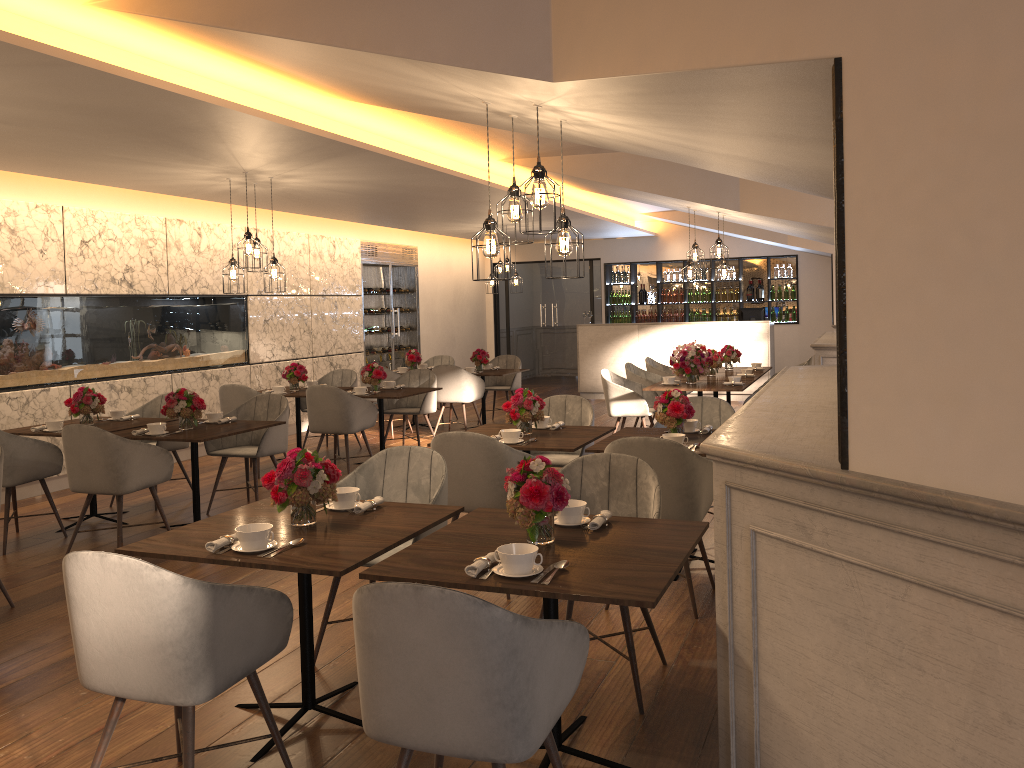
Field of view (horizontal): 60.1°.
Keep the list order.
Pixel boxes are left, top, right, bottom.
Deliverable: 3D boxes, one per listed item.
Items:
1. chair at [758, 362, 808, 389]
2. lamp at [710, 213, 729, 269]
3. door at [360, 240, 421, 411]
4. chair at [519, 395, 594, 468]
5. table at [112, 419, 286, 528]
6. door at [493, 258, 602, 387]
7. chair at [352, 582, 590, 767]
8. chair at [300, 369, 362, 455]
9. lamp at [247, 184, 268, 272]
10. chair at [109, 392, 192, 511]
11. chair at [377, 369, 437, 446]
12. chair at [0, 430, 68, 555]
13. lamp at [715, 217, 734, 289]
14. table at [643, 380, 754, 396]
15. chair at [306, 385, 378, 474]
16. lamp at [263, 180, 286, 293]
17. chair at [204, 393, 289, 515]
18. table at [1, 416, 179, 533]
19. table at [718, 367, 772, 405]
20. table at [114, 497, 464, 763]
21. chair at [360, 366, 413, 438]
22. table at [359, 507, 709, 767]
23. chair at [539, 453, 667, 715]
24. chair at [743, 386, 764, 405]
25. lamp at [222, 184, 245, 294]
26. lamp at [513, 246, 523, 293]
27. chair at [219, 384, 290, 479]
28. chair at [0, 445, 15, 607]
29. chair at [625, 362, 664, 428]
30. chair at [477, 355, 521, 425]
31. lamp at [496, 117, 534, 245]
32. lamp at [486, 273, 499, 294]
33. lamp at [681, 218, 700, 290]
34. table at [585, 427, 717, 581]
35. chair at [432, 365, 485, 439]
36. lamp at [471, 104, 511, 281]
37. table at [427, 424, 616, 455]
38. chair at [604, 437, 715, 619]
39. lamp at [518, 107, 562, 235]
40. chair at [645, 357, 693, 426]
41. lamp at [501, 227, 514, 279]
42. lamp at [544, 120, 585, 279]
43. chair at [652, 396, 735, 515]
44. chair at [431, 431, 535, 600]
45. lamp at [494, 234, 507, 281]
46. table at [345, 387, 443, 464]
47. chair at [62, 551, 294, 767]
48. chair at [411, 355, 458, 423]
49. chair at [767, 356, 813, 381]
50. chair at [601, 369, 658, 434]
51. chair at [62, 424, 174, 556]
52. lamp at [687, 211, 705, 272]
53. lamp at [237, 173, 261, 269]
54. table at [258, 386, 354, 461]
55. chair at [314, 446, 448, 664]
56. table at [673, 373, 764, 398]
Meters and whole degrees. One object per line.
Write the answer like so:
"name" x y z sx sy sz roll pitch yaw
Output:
"chair" 2.736 0.211 9.002 0.526 0.871 0.566 -1 3 22
"lamp" 2.031 -2.178 8.759 0.175 2.067 0.175 -1 2 23
"door" -1.788 -0.878 13.311 0.134 2.464 1.862 -1 3 22
"chair" 0.305 0.534 6.064 0.565 0.871 0.527 -1 3 22
"table" -2.211 0.669 6.186 0.896 0.719 0.899 0 4 22
"door" 0.694 -1.104 16.344 2.105 2.330 0.274 0 2 22
"chair" -0.119 0.873 2.306 0.565 0.871 0.527 -1 3 22
"chair" -1.944 0.291 9.570 0.565 0.871 0.527 -1 3 22
"lamp" -2.276 -2.025 7.798 0.175 2.067 0.175 -1 2 23
"chair" -2.893 0.526 7.175 0.565 0.871 0.527 -1 3 22
"chair" -1.053 0.297 9.217 0.565 0.871 0.527 -1 3 22
"chair" -3.396 0.647 5.946 0.565 0.871 0.527 -1 3 22
"lamp" 2.157 -2.014 9.069 0.175 2.067 0.175 -1 2 23
"table" 1.790 0.366 8.393 0.896 0.719 0.899 0 4 22
"chair" -1.556 0.418 7.988 0.565 0.871 0.527 -1 3 22
"lamp" -2.043 -1.811 7.496 0.175 2.067 0.175 -1 2 23
"chair" -2.002 0.532 6.821 0.565 0.871 0.527 -1 3 22
"table" -3.103 0.662 6.540 0.896 0.719 0.899 0 4 22
"table" 2.481 0.195 10.138 0.896 0.719 0.899 0 4 22
"table" -0.760 0.883 3.269 0.896 0.719 0.899 0 4 22
"chair" -1.535 0.186 10.644 0.565 0.871 0.527 -1 3 22
"table" 0.132 0.889 2.915 0.896 0.719 0.899 0 4 22
"chair" 0.341 0.752 3.551 0.565 0.871 0.527 -1 3 22
"chair" 2.391 0.297 8.130 0.526 0.871 0.566 -1 3 22
"lamp" -2.392 -1.802 7.499 0.175 2.067 0.175 -1 2 23
"lamp" 0.038 -2.345 12.749 0.175 2.067 0.175 -1 2 23
"chair" -2.447 0.412 8.342 0.565 0.871 0.527 -1 3 22
"chair" -2.914 0.758 4.519 0.565 0.871 0.527 -1 3 22
"chair" 1.495 0.204 9.476 0.526 0.871 0.566 -1 3 22
"chair" -0.141 0.071 11.518 0.565 0.871 0.527 -1 3 22
"lamp" -0.009 -1.750 4.492 0.175 2.067 0.175 -1 2 23
"lamp" -0.311 -2.335 12.752 0.175 2.067 0.175 -1 2 23
"lamp" 1.809 -2.005 9.072 0.175 2.067 0.175 -1 2 23
"table" 0.987 0.677 5.074 0.896 0.719 0.899 0 4 22
"chair" -0.644 0.192 10.290 0.565 0.871 0.527 -1 3 22
"lamp" -0.124 -1.526 4.192 0.175 2.067 0.175 -1 2 23
"table" 0.096 0.671 5.429 0.896 0.719 0.899 0 4 22
"chair" 0.737 0.662 4.465 0.565 0.871 0.527 -1 3 22
"lamp" 0.098 -1.699 3.879 0.175 2.067 0.175 -1 2 23
"chair" 1.841 0.118 10.348 0.526 0.871 0.566 -1 3 22
"lamp" -0.089 -2.508 12.438 0.175 2.067 0.175 -1 2 23
"lamp" 0.224 -1.536 4.190 0.175 2.067 0.175 -1 2 23
"chair" 1.196 0.540 5.710 0.565 0.871 0.527 -1 3 22
"chair" -0.155 0.655 4.818 0.565 0.871 0.527 -1 3 22
"lamp" -0.196 -2.558 13.051 0.175 2.067 0.175 -1 2 23
"table" -1.262 0.434 8.581 0.896 0.719 0.899 0 4 22
"chair" -1.010 0.867 2.659 0.565 0.871 0.527 -1 3 22
"chair" -1.033 0.065 11.872 0.565 0.871 0.527 -1 3 22
"chair" 3.082 0.125 9.875 0.526 0.871 0.566 -1 3 22
"chair" 1.150 0.290 8.603 0.526 0.871 0.566 -1 3 22
"chair" -2.505 0.653 5.593 0.565 0.871 0.527 -1 3 22
"lamp" 1.924 -2.228 9.371 0.175 2.067 0.175 -1 2 23
"lamp" -2.169 -1.974 7.186 0.175 2.067 0.175 -1 2 23
"table" -2.154 0.428 8.934 0.896 0.719 0.899 0 4 22
"chair" -0.551 0.746 3.905 0.565 0.871 0.527 -1 3 22
"table" 2.136 0.280 9.266 0.896 0.719 0.899 0 4 22
